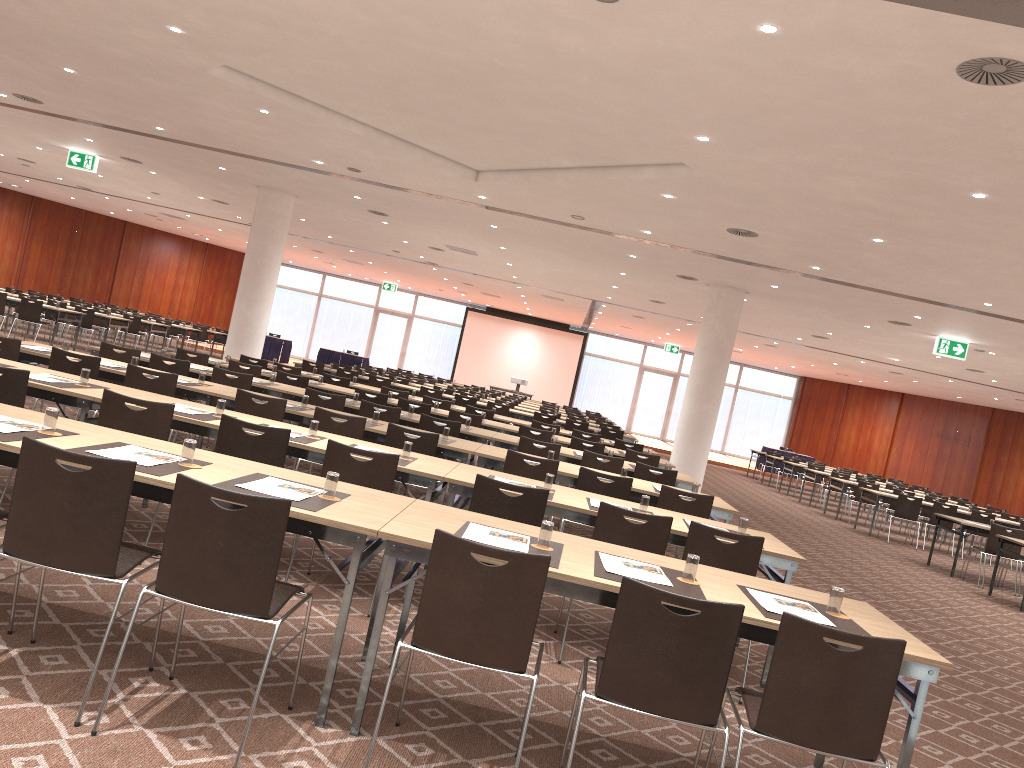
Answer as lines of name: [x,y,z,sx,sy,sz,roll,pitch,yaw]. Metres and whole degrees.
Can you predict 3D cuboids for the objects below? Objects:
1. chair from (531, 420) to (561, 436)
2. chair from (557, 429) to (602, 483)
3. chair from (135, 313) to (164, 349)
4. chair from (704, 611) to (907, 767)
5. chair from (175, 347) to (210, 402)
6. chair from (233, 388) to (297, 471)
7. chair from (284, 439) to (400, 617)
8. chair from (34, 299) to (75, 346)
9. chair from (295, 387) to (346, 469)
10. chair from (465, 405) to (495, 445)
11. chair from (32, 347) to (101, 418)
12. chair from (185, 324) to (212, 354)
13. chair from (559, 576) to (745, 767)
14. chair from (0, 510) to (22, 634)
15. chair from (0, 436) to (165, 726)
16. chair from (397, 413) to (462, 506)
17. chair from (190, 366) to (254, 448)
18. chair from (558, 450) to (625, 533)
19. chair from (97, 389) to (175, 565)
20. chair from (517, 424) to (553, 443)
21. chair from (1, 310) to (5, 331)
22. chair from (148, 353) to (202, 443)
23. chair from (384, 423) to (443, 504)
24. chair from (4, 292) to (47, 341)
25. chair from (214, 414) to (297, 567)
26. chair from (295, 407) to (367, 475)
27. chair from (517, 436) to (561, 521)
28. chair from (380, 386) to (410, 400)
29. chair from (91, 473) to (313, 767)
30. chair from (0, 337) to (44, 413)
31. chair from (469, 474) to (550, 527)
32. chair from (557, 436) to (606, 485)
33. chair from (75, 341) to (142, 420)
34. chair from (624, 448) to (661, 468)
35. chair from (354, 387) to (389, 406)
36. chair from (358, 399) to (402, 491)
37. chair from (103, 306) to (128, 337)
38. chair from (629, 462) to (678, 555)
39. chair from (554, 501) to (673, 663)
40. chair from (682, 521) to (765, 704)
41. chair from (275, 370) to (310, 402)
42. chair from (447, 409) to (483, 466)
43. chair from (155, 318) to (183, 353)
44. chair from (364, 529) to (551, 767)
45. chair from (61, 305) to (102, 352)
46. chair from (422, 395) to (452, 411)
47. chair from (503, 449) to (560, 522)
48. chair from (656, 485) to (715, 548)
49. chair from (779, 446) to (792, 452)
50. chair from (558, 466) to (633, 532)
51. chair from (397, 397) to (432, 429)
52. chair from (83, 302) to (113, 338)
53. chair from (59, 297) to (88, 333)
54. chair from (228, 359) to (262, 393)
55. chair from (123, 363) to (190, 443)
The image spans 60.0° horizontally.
chair: [0.419,1.032,13.304,0.535,0.940,0.613,13,1,2]
chair: [1.022,1.166,13.309,0.535,0.940,0.613,13,1,2]
chair: [-10.312,-1.507,25.383,0.535,0.940,0.613,13,1,3]
chair: [1.084,1.310,3.294,0.535,0.940,0.614,13,1,5]
chair: [-4.198,0.029,11.607,0.535,0.940,0.613,13,1,3]
chair: [-2.137,0.541,7.458,0.535,0.940,0.614,13,1,5]
chair: [-0.967,0.827,5.398,0.535,0.940,0.613,13,1,2]
chair: [-9.957,-1.350,19.418,0.535,0.940,0.613,13,1,1]
chair: [-2.043,0.536,9.456,0.535,0.940,0.613,13,1,0]
chair: [-0.569,0.811,13.430,0.535,0.940,0.613,13,1,0]
chair: [-3.701,0.192,7.536,0.535,0.940,0.613,13,1,4]
chair: [-8.951,-1.204,25.375,0.535,0.940,0.613,13,1,1]
chair: [0.518,1.184,3.288,0.535,0.940,0.614,13,1,6]
chair: [-2.323,0.551,3.505,0.535,0.940,0.614,13,1,5]
chair: [-1.681,0.694,3.431,0.535,0.940,0.613,13,1,2]
chair: [-0.826,0.807,9.361,0.535,0.940,0.613,13,1,2]
chair: [-3.041,0.313,9.547,0.535,0.940,0.613,13,1,0]
chair: [0.858,1.181,9.355,0.535,0.940,0.613,13,1,1]
chair: [-2.305,0.530,5.429,0.535,0.940,0.613,13,1,1]
chair: [0.224,1.014,11.388,0.535,0.940,0.613,13,1,4]
chair: [-11.516,-1.697,19.435,0.535,0.940,0.613,13,1,1]
chair: [-3.682,0.171,9.502,0.535,0.940,0.613,13,1,2]
chair: [-0.881,0.820,7.396,0.535,0.940,0.614,13,1,6]
chair: [-10.517,-1.473,19.305,0.535,0.940,0.614,13,1,5]
chair: [-1.616,0.682,5.472,0.535,0.940,0.613,13,1,4]
chair: [-1.480,0.687,7.391,0.535,0.940,0.613,13,1,3]
chair: [0.207,1.036,9.345,0.535,0.940,0.613,13,1,3]
chair: [-1.824,0.533,13.415,0.535,0.940,0.614,13,1,5]
chair: [-1.088,0.827,3.367,0.535,0.940,0.613,13,1,4]
chair: [-4.371,0.044,7.534,0.535,0.940,0.613,13,1,2]
chair: [-0.094,1.022,5.320,0.535,0.940,0.613,13,1,0]
chair: [0.862,1.157,11.280,0.535,0.940,0.613,13,1,0]
chair: [-4.236,0.047,9.564,0.535,0.940,0.613,13,1,0]
chair: [1.557,1.311,11.280,0.535,0.940,0.613,13,1,3]
chair: [-1.884,0.544,11.493,0.535,0.940,0.613,13,1,0]
chair: [-1.465,0.664,9.469,0.535,0.940,0.613,13,1,1]
chair: [-11.198,-1.703,25.345,0.535,0.940,0.613,13,1,4]
chair: [1.405,1.303,9.285,0.535,0.940,0.614,13,1,5]
chair: [0.626,1.182,5.319,0.535,0.940,0.613,13,1,1]
chair: [1.169,1.302,5.335,0.535,0.940,0.614,13,1,5]
chair: [-2.866,0.327,11.464,0.535,0.940,0.614,13,1,5]
chair: [-0.666,0.816,11.390,0.535,0.940,0.613,13,1,4]
chair: [-9.699,-1.369,25.271,0.535,0.940,0.613,13,1,0]
chair: [-0.155,1.033,3.398,0.535,0.940,0.614,13,1,5]
chair: [-9.271,-1.196,19.243,0.535,0.940,0.613,13,1,0]
chair: [-1.201,0.671,13.419,0.535,0.940,0.613,13,1,3]
chair: [0.088,1.035,7.390,0.535,0.940,0.613,13,1,4]
chair: [1.313,1.309,7.288,0.535,0.940,0.613,13,1,0]
chair: [9.472,2.683,30.835,0.535,0.940,0.613,13,1,3]
chair: [0.671,1.166,7.285,0.535,0.940,0.613,13,1,3]
chair: [-1.311,0.673,11.387,0.535,0.940,0.613,13,1,4]
chair: [-11.835,-1.846,25.517,0.535,0.940,0.614,13,1,5]
chair: [-12.501,-1.994,25.491,0.535,0.940,0.613,13,1,0]
chair: [-3.502,0.185,11.530,0.535,0.940,0.613,13,1,1]
chair: [-3.082,0.330,7.547,0.535,0.940,0.613,13,1,0]
